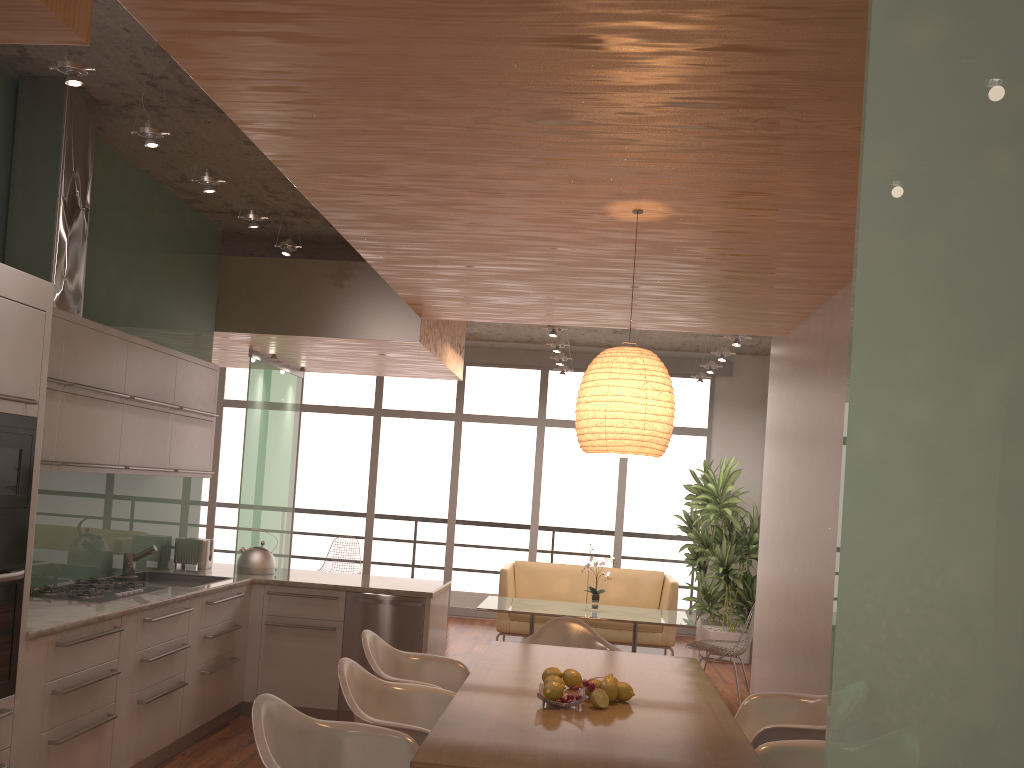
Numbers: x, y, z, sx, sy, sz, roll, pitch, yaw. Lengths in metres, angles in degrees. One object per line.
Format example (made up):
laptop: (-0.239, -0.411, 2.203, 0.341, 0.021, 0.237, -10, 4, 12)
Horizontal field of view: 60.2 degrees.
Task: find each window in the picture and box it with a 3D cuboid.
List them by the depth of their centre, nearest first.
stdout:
window: (-1.721, 1.126, 10.929, 8.560, 3.271, 0.062, 3, -1, 6)

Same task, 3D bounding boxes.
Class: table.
table: (0.290, 1.615, 3.431, 1.026, 0.806, 2.085, 3, -6, 6)
table: (0.643, 2.313, 7.946, 1.870, 0.558, 0.945, 3, -6, 6)

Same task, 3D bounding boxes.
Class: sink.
sink: (-2.119, 1.188, 5.420, 0.616, 0.381, 0.646, 3, -5, 6)

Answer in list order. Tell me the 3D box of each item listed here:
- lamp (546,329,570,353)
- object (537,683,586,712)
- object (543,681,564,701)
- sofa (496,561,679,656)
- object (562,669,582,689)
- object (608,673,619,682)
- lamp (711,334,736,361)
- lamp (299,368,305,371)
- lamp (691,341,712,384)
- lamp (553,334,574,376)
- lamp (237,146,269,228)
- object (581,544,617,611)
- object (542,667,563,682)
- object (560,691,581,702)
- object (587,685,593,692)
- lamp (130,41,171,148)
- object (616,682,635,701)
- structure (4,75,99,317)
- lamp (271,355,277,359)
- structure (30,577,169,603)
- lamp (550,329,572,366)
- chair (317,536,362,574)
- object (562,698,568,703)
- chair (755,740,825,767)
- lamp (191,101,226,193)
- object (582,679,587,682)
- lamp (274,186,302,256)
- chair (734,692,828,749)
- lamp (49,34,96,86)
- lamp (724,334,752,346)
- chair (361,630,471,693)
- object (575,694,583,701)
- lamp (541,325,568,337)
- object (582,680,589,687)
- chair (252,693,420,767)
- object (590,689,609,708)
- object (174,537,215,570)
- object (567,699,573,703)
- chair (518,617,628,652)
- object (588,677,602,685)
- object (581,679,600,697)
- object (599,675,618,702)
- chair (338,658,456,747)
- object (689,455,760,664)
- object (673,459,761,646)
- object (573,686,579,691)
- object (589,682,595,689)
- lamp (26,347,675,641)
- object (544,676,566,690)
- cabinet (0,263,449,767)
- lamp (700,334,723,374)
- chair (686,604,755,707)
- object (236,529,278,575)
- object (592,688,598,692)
lamp: (0.447, -0.539, 8.333, 0.199, 0.481, 0.134, 5, -2, -27)
object: (0.181, 1.146, 3.223, 0.174, 0.060, 0.175, 3, -6, 6)
object: (0.152, 1.121, 3.220, 0.082, 0.071, 0.080, 5, -5, -18)
sofa: (0.778, 2.338, 9.222, 1.801, 0.835, 0.883, 3, -4, 6)
object: (0.242, 1.181, 3.534, 0.078, 0.077, 0.081, 5, -5, -19)
object: (0.382, 1.172, 3.423, 0.072, 0.100, 0.074, 1, -4, 40)
lamp: (1.969, -0.453, 8.182, 0.199, 0.481, 0.134, 5, -2, -27)
lamp: (-1.979, -0.353, 8.422, 0.103, 0.469, 0.153, 5, -2, -22)
lamp: (2.115, -0.245, 9.814, 0.199, 0.481, 0.134, 5, -2, -27)
lamp: (0.593, -0.331, 9.964, 0.199, 0.481, 0.134, 5, -2, -27)
lamp: (-1.417, -1.096, 4.875, 0.153, 0.469, 0.103, 5, -2, -27)
object: (0.764, 1.741, 7.923, 0.298, 0.587, 0.372, 4, -3, 0)
object: (0.161, 1.179, 3.557, 0.078, 0.077, 0.080, 5, -4, -9)
object: (0.219, 1.154, 3.250, 0.093, 0.043, 0.076, 9, -7, -38)
object: (0.297, 1.151, 3.339, 0.024, 0.026, 0.026, 5, -4, -14)
lamp: (-1.519, -1.241, 3.743, 0.153, 0.469, 0.103, 5, -2, -27)
object: (0.422, 1.175, 3.373, 0.081, 0.071, 0.083, 4, -5, -5)
structure: (-2.250, -0.893, 4.311, 0.255, 1.129, 0.263, 4, -2, 6)
lamp: (-2.047, -0.450, 7.663, 0.103, 0.469, 0.153, 5, -2, -22)
structure: (-2.210, 1.084, 4.686, 0.489, 0.038, 0.680, 3, -7, 6)
lamp: (0.520, -0.435, 9.148, 0.199, 0.481, 0.134, 5, -2, -27)
chair: (-2.057, 2.263, 10.459, 0.543, 0.898, 0.563, 4, -3, 6)
object: (0.193, 1.155, 3.211, 0.026, 0.025, 0.026, 2, -5, 30)
chair: (1.066, 1.596, 3.034, 0.643, 0.858, 0.687, 4, -4, -5)
lamp: (-1.468, -1.169, 4.309, 0.153, 0.469, 0.103, 5, -2, -27)
object: (0.281, 1.145, 3.385, 0.025, 0.026, 0.026, 6, -5, -27)
lamp: (-1.366, -1.024, 5.440, 0.153, 0.469, 0.103, 5, -2, -27)
chair: (1.209, 1.711, 3.900, 0.643, 0.858, 0.687, 4, -4, 5)
lamp: (-1.569, -1.313, 3.180, 0.153, 0.469, 0.103, 5, -2, -27)
lamp: (1.895, -0.557, 7.366, 0.199, 0.481, 0.134, 5, -2, -27)
chair: (-0.428, 1.640, 4.238, 0.643, 0.858, 0.687, 4, -4, 0)
object: (0.244, 1.145, 3.217, 0.026, 0.026, 0.023, 3, -4, 18)
lamp: (0.374, -0.643, 7.517, 0.199, 0.481, 0.134, 5, -2, -27)
object: (0.280, 1.139, 3.357, 0.026, 0.026, 0.024, 1, -5, 38)
chair: (-0.536, 1.457, 2.843, 0.643, 0.845, 0.687, 4, -4, 0)
object: (0.318, 1.153, 3.238, 0.063, 0.068, 0.074, 0, -6, 43)
object: (-2.207, 1.179, 6.147, 0.237, 0.201, 0.154, 3, -3, 6)
object: (0.210, 1.155, 3.195, 0.025, 0.026, 0.026, 1, -5, 35)
chair: (0.329, 1.774, 4.912, 0.684, 0.858, 0.646, 5, -3, -10)
object: (0.321, 1.133, 3.373, 0.070, 0.022, 0.065, 8, -8, -34)
object: (0.319, 1.172, 3.391, 0.084, 0.074, 0.079, 7, -5, -31)
object: (0.365, 1.152, 3.334, 0.074, 0.093, 0.075, 3, -4, 13)
chair: (-0.401, 1.555, 3.525, 0.643, 0.858, 0.687, 4, -4, 0)
object: (2.311, 1.804, 9.148, 0.967, 2.098, 1.084, 3, -3, 19)
object: (2.357, 1.889, 9.823, 1.081, 2.098, 0.969, 3, -3, 24)
object: (0.250, 1.197, 3.461, 0.026, 0.026, 0.024, 4, -4, 5)
object: (0.300, 1.137, 3.326, 0.024, 0.026, 0.026, 5, -4, -14)
lamp: (-0.848, 0.587, 4.926, 3.216, 1.342, 3.086, 3, -6, 6)
object: (0.163, 1.161, 3.402, 0.081, 0.071, 0.083, 4, -5, -5)
cabinet: (-1.576, 0.868, 4.386, 1.914, 2.265, 4.270, 4, -6, 6)
lamp: (2.042, -0.349, 8.998, 0.199, 0.481, 0.134, 5, -2, -27)
chair: (1.683, 2.098, 6.982, 0.561, 0.898, 0.545, 3, -3, 26)
object: (-1.758, 1.154, 6.095, 0.262, 0.304, 0.263, 2, -4, 22)
object: (0.315, 1.156, 3.319, 0.026, 0.026, 0.024, 4, -4, 5)
